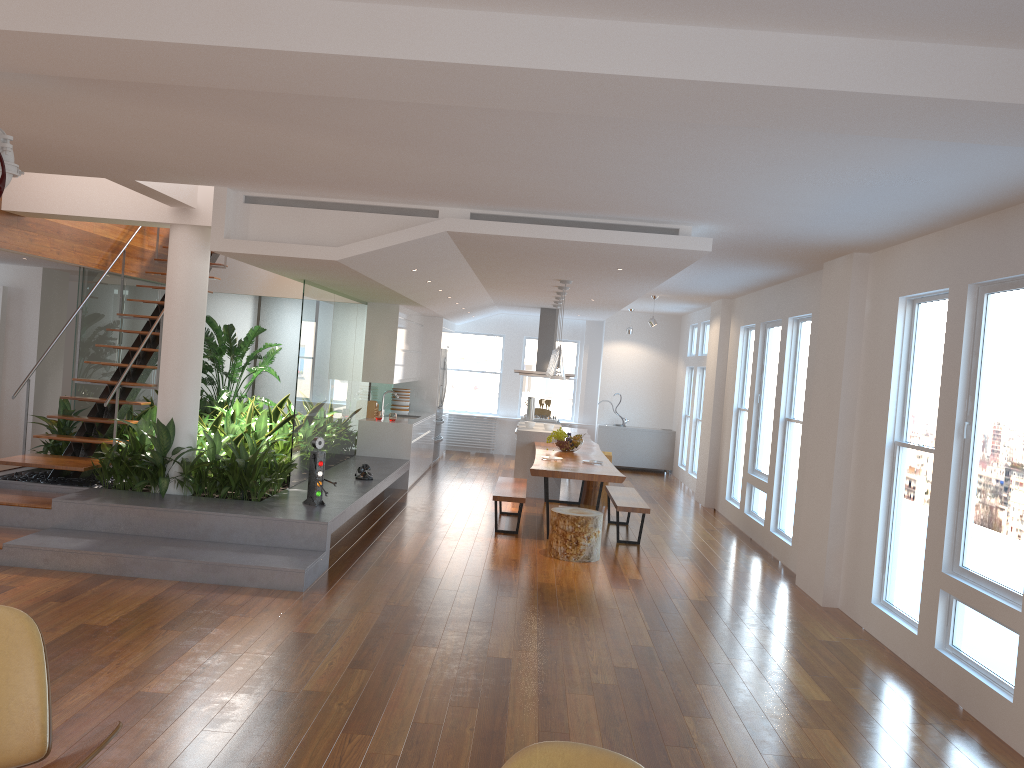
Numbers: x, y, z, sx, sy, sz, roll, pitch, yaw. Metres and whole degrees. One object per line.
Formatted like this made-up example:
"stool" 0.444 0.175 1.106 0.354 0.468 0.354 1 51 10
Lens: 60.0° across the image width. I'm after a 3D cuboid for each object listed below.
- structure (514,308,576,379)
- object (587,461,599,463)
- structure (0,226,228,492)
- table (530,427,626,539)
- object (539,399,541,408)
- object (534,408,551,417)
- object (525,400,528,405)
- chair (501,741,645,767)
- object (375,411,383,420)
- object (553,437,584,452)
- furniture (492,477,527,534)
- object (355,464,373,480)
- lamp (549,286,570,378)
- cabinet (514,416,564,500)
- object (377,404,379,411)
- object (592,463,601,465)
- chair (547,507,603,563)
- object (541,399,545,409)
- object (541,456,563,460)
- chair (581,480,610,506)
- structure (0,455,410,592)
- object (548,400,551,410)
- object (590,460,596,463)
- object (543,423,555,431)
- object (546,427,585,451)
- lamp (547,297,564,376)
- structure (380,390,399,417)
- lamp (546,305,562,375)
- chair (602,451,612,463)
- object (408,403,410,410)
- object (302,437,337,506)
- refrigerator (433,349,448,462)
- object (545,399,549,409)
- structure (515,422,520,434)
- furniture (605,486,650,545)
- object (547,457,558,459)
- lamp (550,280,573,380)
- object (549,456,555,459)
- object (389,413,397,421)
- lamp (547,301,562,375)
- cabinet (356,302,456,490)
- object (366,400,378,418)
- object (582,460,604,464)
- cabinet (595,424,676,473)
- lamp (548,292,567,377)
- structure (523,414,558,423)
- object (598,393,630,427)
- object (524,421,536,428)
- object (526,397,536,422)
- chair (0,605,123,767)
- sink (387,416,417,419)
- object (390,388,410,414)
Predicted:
"structure" 0.542 -0.812 13.439 0.909 1.405 0.900 5 1 1
"object" 0.833 0.810 9.138 0.124 0.011 0.124 4 1 -16
"structure" -2.891 -1.059 9.467 2.552 4.265 4.591 5 1 1
"table" 0.662 1.104 11.188 0.893 0.704 5.996 5 1 1
"object" 0.442 0.380 13.951 0.061 0.299 0.040 5 1 -1
"object" 0.435 0.459 13.943 0.353 0.157 0.084 5 1 1
"object" 0.286 0.384 13.954 0.199 0.259 0.016 5 1 12
"chair" 0.058 1.274 1.757 0.867 0.752 0.856 4 2 -38
"object" -1.680 0.400 11.202 0.094 0.106 0.094 5 1 7
"object" 0.642 0.703 10.163 0.360 0.159 0.360 4 2 -35
"furniture" -0.023 1.258 9.204 0.316 0.389 1.433 5 1 1
"object" -1.509 0.886 8.986 0.216 0.155 0.181 4 2 -34
"lamp" 0.521 -0.589 9.578 0.160 1.060 0.160 5 2 28
"cabinet" 0.371 0.983 12.590 0.597 0.832 2.936 5 1 1
"object" -1.791 0.350 11.724 0.100 0.170 0.173 5 1 3
"object" 0.844 0.809 9.031 0.158 0.017 0.019 5 1 -4
"chair" 0.560 1.328 7.851 0.460 0.400 0.460 5 1 11
"object" 0.476 0.383 13.931 0.057 0.299 0.019 5 1 1
"object" 0.415 0.771 9.196 0.222 0.020 0.222 6 2 42
"chair" 1.042 1.268 11.054 0.396 0.455 0.402 4 1 -9
"structure" -2.866 1.051 8.850 3.088 0.386 5.584 5 1 1
"object" 0.577 0.392 13.949 0.057 0.294 0.030 5 1 1
"object" 0.834 0.800 9.138 0.079 0.030 0.070 6 2 45
"object" 0.478 0.560 11.499 0.152 0.082 0.152 4 2 -38
"object" 0.623 0.637 10.177 0.394 0.284 0.292 4 2 -34
"lamp" 0.559 -0.620 11.023 0.160 1.060 0.160 5 2 28
"structure" -1.688 0.351 12.218 0.248 0.536 0.115 5 1 2
"lamp" 0.598 -0.652 12.468 0.160 1.060 0.160 5 2 28
"chair" 1.306 1.243 13.262 0.344 0.430 0.549 5 1 5
"object" -1.638 0.320 13.157 0.265 0.196 0.284 6 2 44
"object" -1.555 0.722 7.266 0.318 0.565 0.134 6 2 38
"refrigerator" -1.413 0.311 13.958 0.725 1.772 0.908 5 1 1
"object" 0.540 0.389 13.932 0.068 0.298 0.039 5 1 1
"structure" 0.357 0.935 13.499 0.649 0.735 0.890 5 1 1
"furniture" 1.166 1.354 9.175 0.316 0.389 1.433 5 1 1
"object" 0.414 0.775 9.196 0.124 0.011 0.124 5 1 23
"lamp" 0.502 -0.573 8.855 0.160 1.060 0.160 5 2 28
"object" 0.415 0.765 9.196 0.070 0.030 0.079 4 2 -35
"object" -1.500 0.416 11.151 0.094 0.106 0.094 5 1 7
"lamp" 0.579 -0.636 11.745 0.160 1.060 0.160 5 2 28
"cabinet" -1.470 0.108 13.212 0.676 2.280 4.565 5 1 1
"object" -1.809 0.329 11.476 0.104 0.222 0.200 5 1 2
"object" 0.833 0.806 9.138 0.222 0.020 0.222 4 1 -7
"cabinet" 2.094 1.106 15.200 1.309 0.725 0.420 5 1 1
"lamp" 0.540 -0.605 10.300 0.160 1.060 0.160 5 2 28
"structure" 0.433 0.513 13.499 0.520 0.073 0.650 5 1 1
"object" 1.762 0.433 15.151 0.590 0.563 0.210 4 2 -27
"object" 0.233 0.537 11.628 0.152 0.082 0.152 6 2 41
"object" 0.290 0.371 13.041 0.172 0.356 0.120 3 2 -40
"chair" -1.568 1.124 2.516 0.856 0.752 0.867 5 1 7
"sink" -1.510 0.564 12.189 0.449 0.192 0.666 5 1 1
"object" -1.608 0.248 12.768 0.267 0.356 0.266 5 2 27
